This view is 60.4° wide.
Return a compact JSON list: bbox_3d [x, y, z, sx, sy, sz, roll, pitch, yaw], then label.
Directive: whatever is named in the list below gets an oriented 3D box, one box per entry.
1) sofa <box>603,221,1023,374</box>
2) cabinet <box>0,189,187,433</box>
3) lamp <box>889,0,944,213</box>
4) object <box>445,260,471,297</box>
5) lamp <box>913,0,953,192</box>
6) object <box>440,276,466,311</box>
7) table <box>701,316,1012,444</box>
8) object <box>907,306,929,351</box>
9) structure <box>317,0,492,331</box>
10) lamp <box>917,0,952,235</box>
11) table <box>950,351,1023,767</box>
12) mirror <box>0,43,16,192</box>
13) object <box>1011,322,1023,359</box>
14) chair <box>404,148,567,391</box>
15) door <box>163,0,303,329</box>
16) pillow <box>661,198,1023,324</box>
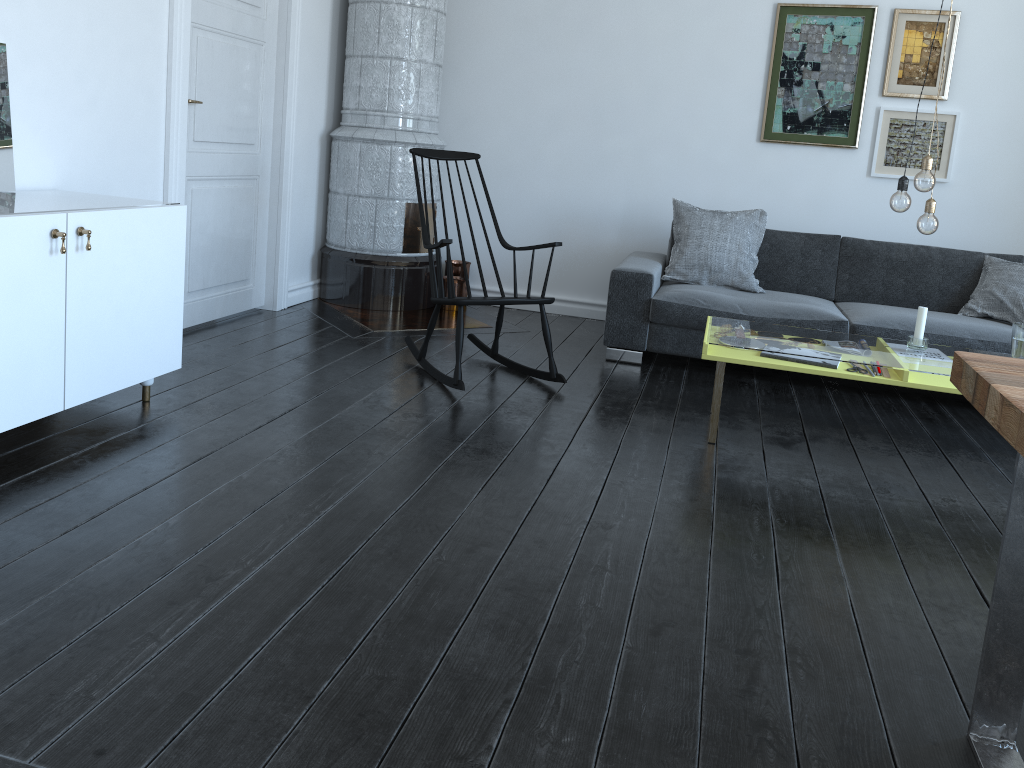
[{"bbox_3d":[1.756,-0.416,4.716,2.380,0.710,1.105,8,13,13],"label":"sofa"},{"bbox_3d":[-1.603,-0.196,2.738,0.592,0.721,1.224,8,13,12],"label":"cabinet"},{"bbox_3d":[1.499,-1.357,3.145,0.074,1.470,0.088,1,9,-25],"label":"lamp"},{"bbox_3d":[-0.366,-0.664,5.787,0.173,0.276,0.179,7,11,13],"label":"object"},{"bbox_3d":[1.566,-1.424,3.108,0.074,1.470,0.075,0,10,-30],"label":"lamp"},{"bbox_3d":[-0.374,-0.577,5.611,0.174,0.196,0.175,6,11,3],"label":"object"},{"bbox_3d":[1.434,0.071,3.391,1.405,0.392,0.612,8,13,13],"label":"table"},{"bbox_3d":[1.604,-0.222,3.460,0.075,0.170,0.076,-3,13,-41],"label":"object"},{"bbox_3d":[-0.614,-1.879,5.295,0.778,2.838,1.293,0,11,-31],"label":"structure"},{"bbox_3d":[1.593,-1.275,3.145,0.075,1.470,0.089,11,11,36],"label":"lamp"},{"bbox_3d":[1.800,0.561,1.060,2.234,0.703,1.037,8,13,13],"label":"table"},{"bbox_3d":[-1.823,-0.838,2.713,0.054,0.492,0.709,7,13,12],"label":"mirror"},{"bbox_3d":[1.963,-0.154,3.375,0.097,0.143,0.099,0,12,-26],"label":"object"},{"bbox_3d":[-0.170,-0.559,4.079,0.613,0.986,0.924,-1,13,-31],"label":"chair"},{"bbox_3d":[-1.411,-1.516,4.458,0.116,2.430,1.188,7,10,12],"label":"door"},{"bbox_3d":[1.866,-0.661,4.770,2.065,0.483,0.486,10,12,18],"label":"pillow"}]
